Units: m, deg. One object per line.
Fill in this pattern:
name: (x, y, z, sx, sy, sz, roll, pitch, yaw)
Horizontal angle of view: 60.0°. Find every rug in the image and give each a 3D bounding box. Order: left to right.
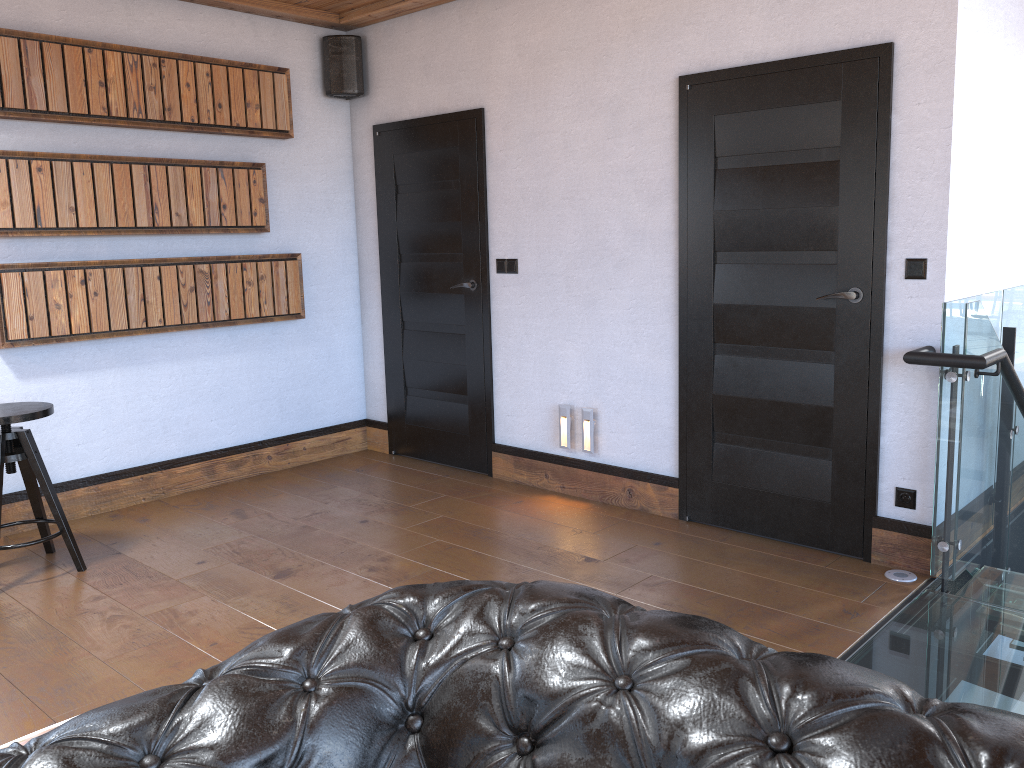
rug: (-1.732, 1.332, 0.389, 2.405, 0.053, 4.097, 7, 13, 43)

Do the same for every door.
door: (-0.460, -0.521, 5.257, 0.931, 2.051, 0.145, 7, 12, 42)
door: (1.132, -0.319, 3.815, 0.931, 2.051, 0.145, 7, 12, 42)

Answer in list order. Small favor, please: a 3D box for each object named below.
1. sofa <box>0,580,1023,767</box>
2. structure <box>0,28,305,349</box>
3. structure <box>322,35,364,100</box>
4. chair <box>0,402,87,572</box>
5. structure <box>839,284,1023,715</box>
sofa: (0.418, 0.857, 0.541, 2.537, 0.836, 1.256, 7, 12, 41)
structure: (-1.997, -0.990, 4.630, 0.317, 1.442, 1.877, 6, 12, 42)
structure: (-1.016, -1.918, 5.367, 0.211, 0.349, 0.216, 7, 12, 42)
chair: (-2.090, 0.462, 3.719, 0.388, 0.719, 0.398, 7, 12, 42)
structure: (7.495, 0.240, 3.397, 9.108, 6.385, 11.171, 7, 13, 42)
